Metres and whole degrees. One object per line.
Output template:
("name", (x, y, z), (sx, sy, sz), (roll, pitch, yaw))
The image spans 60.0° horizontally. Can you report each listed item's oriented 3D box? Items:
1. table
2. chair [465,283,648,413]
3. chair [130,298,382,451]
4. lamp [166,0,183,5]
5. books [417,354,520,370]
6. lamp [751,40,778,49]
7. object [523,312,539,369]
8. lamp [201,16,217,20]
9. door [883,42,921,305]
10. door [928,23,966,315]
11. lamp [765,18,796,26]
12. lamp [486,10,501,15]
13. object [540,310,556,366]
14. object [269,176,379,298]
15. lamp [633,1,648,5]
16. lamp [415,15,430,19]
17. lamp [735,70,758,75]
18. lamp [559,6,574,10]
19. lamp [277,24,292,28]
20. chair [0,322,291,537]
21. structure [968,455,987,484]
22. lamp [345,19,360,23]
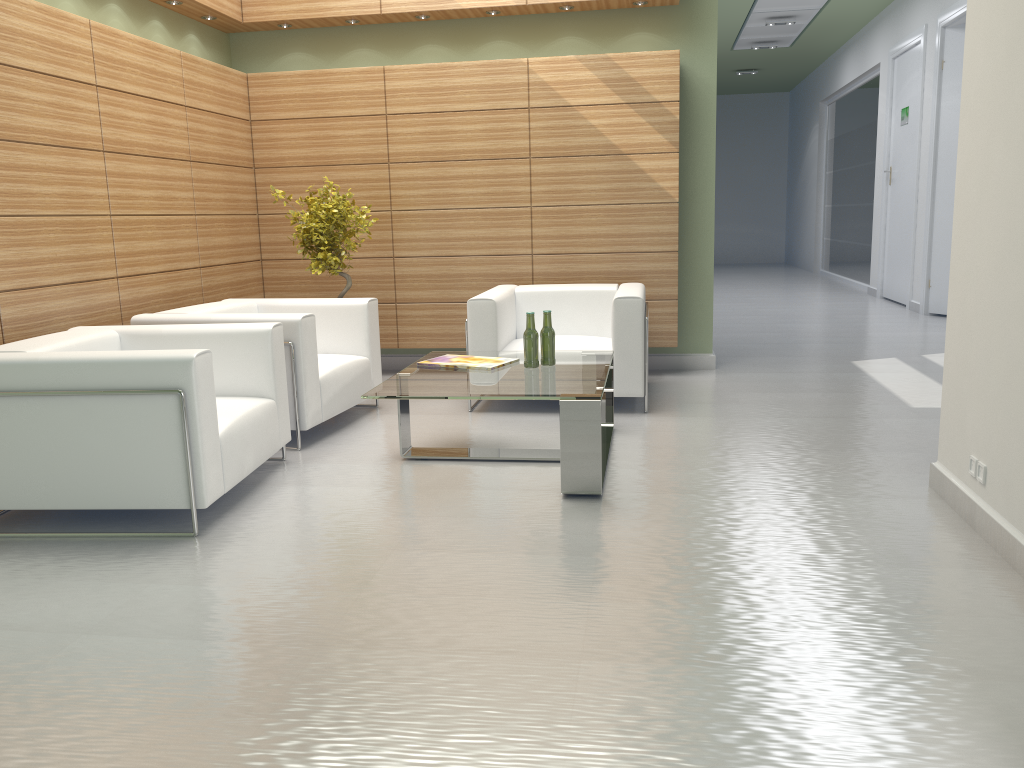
("table", (-0.069, 0.249, 7.562), (1.783, 0.742, 2.197), (0, 11, 9))
("chair", (0.572, -0.447, 9.973), (1.894, 1.234, 1.802), (0, 11, 9))
("chair", (-2.468, -0.184, 9.016), (1.769, 1.234, 1.894), (1, 11, 14))
("lamp", (-3.804, -4.320, 9.981), (0.181, 0.074, 0.181), (-5, 11, -19))
("books", (-0.388, -0.196, 7.889), (0.762, 0.025, 0.508), (4, 12, 29))
("lamp", (6.666, -8.955, 23.435), (0.657, 0.159, 0.286), (0, 11, 9))
("object", (0.161, -0.374, 7.540), (0.131, 0.475, 0.131), (-7, 12, -26))
("lamp", (-3.681, -4.472, 10.766), (0.181, 0.074, 0.181), (-3, 11, -8))
("door", (8.072, -4.268, 18.440), (0.250, 5.083, 2.089), (0, 11, 9))
("door", (8.162, -3.666, 15.239), (0.134, 5.083, 2.089), (-6, 11, -21))
("lamp", (6.202, -8.384, 20.477), (0.657, 0.159, 0.286), (0, 11, 9))
("lamp", (-0.232, -4.589, 10.889), (0.181, 0.074, 0.181), (-1, 11, 3))
("object", (0.307, -0.396, 7.637), (0.131, 0.475, 0.131), (-7, 12, -26))
("object", (-2.195, -1.152, 10.470), (1.201, 2.565, 1.116), (-6, 12, -22))
("lamp", (1.535, -4.584, 10.612), (0.181, 0.074, 0.181), (-1, 11, 3))
("lamp", (-1.112, -4.591, 11.026), (0.181, 0.074, 0.181), (-8, 12, -30))
("lamp", (7.346, -9.791, 27.766), (0.657, 0.159, 0.286), (0, 11, 9))
("lamp", (0.661, -4.586, 10.749), (0.181, 0.074, 0.181), (-8, 12, -30))
("lamp", (-2.898, -4.595, 11.306), (0.181, 0.074, 0.181), (-1, 11, 3))
("chair", (-2.838, 0.252, 6.762), (1.802, 1.234, 1.894), (-1, 11, 4))
("structure", (2.972, 0.544, 5.662), (0.017, 0.118, 0.262), (0, 11, 9))
("lamp", (-2.011, -4.593, 11.167), (0.181, 0.074, 0.181), (-1, 11, 3))
